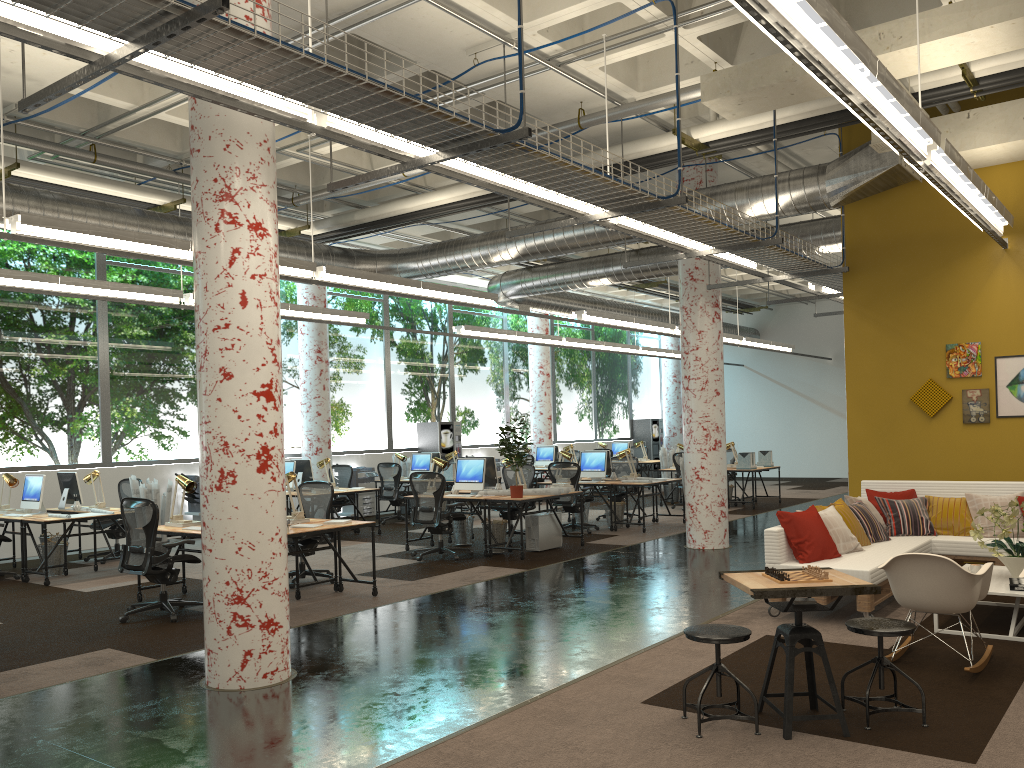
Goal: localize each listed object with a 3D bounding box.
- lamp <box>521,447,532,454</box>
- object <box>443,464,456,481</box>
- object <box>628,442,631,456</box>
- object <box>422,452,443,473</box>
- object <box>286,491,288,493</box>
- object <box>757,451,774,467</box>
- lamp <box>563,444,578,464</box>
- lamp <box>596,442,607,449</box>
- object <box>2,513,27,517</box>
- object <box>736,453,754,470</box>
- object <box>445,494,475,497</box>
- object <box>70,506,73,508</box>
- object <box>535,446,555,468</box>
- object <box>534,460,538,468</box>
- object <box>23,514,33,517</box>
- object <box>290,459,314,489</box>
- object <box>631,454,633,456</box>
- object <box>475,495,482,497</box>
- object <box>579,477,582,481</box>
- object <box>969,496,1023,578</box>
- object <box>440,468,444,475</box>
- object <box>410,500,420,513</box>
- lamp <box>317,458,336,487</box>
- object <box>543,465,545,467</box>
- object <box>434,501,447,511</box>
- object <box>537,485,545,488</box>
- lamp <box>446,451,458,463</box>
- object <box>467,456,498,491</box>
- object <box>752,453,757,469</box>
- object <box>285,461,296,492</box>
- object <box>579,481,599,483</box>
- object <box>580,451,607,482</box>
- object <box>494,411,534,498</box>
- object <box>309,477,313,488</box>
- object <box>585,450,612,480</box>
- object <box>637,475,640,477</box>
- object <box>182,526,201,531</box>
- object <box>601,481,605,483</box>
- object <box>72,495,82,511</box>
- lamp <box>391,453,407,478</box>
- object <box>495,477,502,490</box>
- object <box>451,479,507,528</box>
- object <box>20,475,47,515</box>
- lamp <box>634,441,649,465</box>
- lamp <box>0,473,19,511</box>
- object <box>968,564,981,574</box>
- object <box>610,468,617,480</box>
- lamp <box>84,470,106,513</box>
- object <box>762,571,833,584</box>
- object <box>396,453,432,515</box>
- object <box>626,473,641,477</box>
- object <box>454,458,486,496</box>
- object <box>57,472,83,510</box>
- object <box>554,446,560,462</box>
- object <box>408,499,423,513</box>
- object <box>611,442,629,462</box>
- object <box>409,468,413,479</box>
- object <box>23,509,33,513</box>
[{"bbox_3d":[0.239,1.689,19.809,0.218,0.610,0.528,-1,-1,-33],"label":"lamp"},{"bbox_3d":[-1.098,1.555,15.605,0.281,0.302,0.150,-3,-1,37],"label":"object"},{"bbox_3d":[2.811,1.724,22.669,0.484,0.485,0.189,-3,-1,37],"label":"object"},{"bbox_3d":[-1.546,1.546,16.895,0.484,0.485,0.189,-3,-1,37],"label":"object"},{"bbox_3d":[-3.427,1.645,13.457,0.059,0.029,0.106,-4,-3,38],"label":"object"},{"bbox_3d":[4.947,1.466,17.303,0.281,0.302,0.150,-3,-1,37],"label":"object"},{"bbox_3d":[1.364,1.654,19.765,0.218,0.610,0.528,-1,-1,-33],"label":"lamp"},{"bbox_3d":[2.196,1.770,22.401,0.218,0.610,0.528,-1,-1,-33],"label":"lamp"},{"bbox_3d":[-5.963,1.576,10.640,0.439,0.017,0.118,-4,-4,37],"label":"object"},{"bbox_3d":[4.338,1.441,16.496,0.281,0.302,0.150,-3,-1,37],"label":"object"},{"bbox_3d":[-0.676,1.437,11.386,0.439,0.017,0.118,-4,-4,37],"label":"object"},{"bbox_3d":[-5.803,1.624,11.747,0.059,0.029,0.106,-4,-3,38],"label":"object"},{"bbox_3d":[0.745,1.616,19.497,0.484,0.485,0.189,-3,-1,37],"label":"object"},{"bbox_3d":[0.516,1.775,19.749,0.101,0.209,0.101,-2,-1,-8],"label":"object"},{"bbox_3d":[-5.706,1.551,10.436,0.059,0.029,0.106,-4,-3,38],"label":"object"},{"bbox_3d":[-3.427,1.469,14.402,0.484,0.485,0.189,-3,-1,37],"label":"object"},{"bbox_3d":[3.049,1.842,22.418,0.101,0.209,0.101,-2,-1,-8],"label":"object"},{"bbox_3d":[-0.419,1.412,11.183,0.059,0.029,0.106,-4,-3,38],"label":"object"},{"bbox_3d":[1.076,1.469,14.341,0.101,0.209,0.101,-2,-1,-8],"label":"object"},{"bbox_3d":[3.819,1.176,6.747,0.788,0.615,0.418,0,-2,-41],"label":"object"},{"bbox_3d":[-1.308,1.663,16.644,0.101,0.209,0.101,-2,-1,-8],"label":"object"},{"bbox_3d":[-1.860,2.324,17.000,0.235,0.403,0.119,-2,-1,38],"label":"object"},{"bbox_3d":[-2.923,1.478,14.087,0.208,0.610,0.528,-1,-1,-33],"label":"lamp"},{"bbox_3d":[0.759,1.893,20.442,0.059,0.029,0.106,-4,-3,38],"label":"object"},{"bbox_3d":[-1.347,2.250,16.151,0.359,0.435,0.353,-3,-1,33],"label":"object"},{"bbox_3d":[0.591,2.411,20.242,0.359,0.435,0.353,-3,-1,33],"label":"object"},{"bbox_3d":[-1.037,1.555,16.584,0.218,0.610,0.528,-1,-1,-33],"label":"lamp"},{"bbox_3d":[-0.419,1.236,12.128,0.484,0.485,0.189,-3,-1,37],"label":"object"},{"bbox_3d":[4.427,1.444,16.614,0.281,0.302,0.150,-3,-1,37],"label":"object"},{"bbox_3d":[-3.537,1.441,13.822,0.484,0.485,0.189,-3,-1,37],"label":"object"},{"bbox_3d":[1.158,1.540,13.928,0.439,0.017,0.118,-4,-4,37],"label":"object"},{"bbox_3d":[1.305,1.311,14.089,0.484,0.485,0.189,-3,-1,37],"label":"object"},{"bbox_3d":[0.018,0.859,10.847,0.514,1.077,0.438,-2,-1,28],"label":"object"},{"bbox_3d":[-3.190,1.586,14.150,0.101,0.209,0.101,-2,-1,-8],"label":"object"},{"bbox_3d":[1.415,1.339,14.669,0.484,0.485,0.189,-3,-1,37],"label":"object"},{"bbox_3d":[3.062,2.444,21.985,0.235,0.403,0.119,-2,-1,38],"label":"object"},{"bbox_3d":[-2.936,1.364,8.344,0.439,0.017,0.118,-4,-4,37],"label":"object"},{"bbox_3d":[1.415,1.515,13.724,0.059,0.029,0.106,-4,-3,38],"label":"object"},{"bbox_3d":[-5.469,1.493,11.129,0.101,0.209,0.101,-2,-1,-8],"label":"object"},{"bbox_3d":[-2.157,1.591,16.630,0.208,0.610,0.528,-1,-1,-33],"label":"lamp"},{"bbox_3d":[-0.182,1.354,11.876,0.101,0.209,0.101,-2,-1,-8],"label":"object"},{"bbox_3d":[-0.433,1.708,11.602,0.849,0.933,0.104,-3,0,32],"label":"object"},{"bbox_3d":[-5.816,1.348,10.802,0.484,0.485,0.189,-3,-1,37],"label":"object"},{"bbox_3d":[3.320,1.734,22.358,0.218,0.610,0.528,-1,-1,-33],"label":"lamp"},{"bbox_3d":[-6.318,1.421,11.116,0.208,0.610,0.528,-1,-1,-33],"label":"lamp"},{"bbox_3d":[3.628,1.454,6.926,0.160,0.090,0.161,0,-3,-29],"label":"object"},{"bbox_3d":[1.652,1.456,14.417,0.101,0.209,0.101,-2,-1,-8],"label":"object"},{"bbox_3d":[-5.202,1.385,11.067,0.208,0.610,0.528,-1,-1,-33],"label":"lamp"},{"bbox_3d":[1.479,1.007,4.609,0.273,0.012,0.273,-2,-3,-3],"label":"object"},{"bbox_3d":[-1.880,1.896,16.496,1.079,1.209,0.190,-3,-1,37],"label":"object"},{"bbox_3d":[3.010,2.429,21.925,0.359,0.435,0.353,-3,-1,33],"label":"object"},{"bbox_3d":[-0.529,1.208,11.548,0.484,0.485,0.189,-3,-1,37],"label":"object"},{"bbox_3d":[-5.706,1.375,11.381,0.484,0.485,0.189,-3,-1,37],"label":"object"},{"bbox_3d":[0.855,1.644,20.077,0.484,0.485,0.189,-3,-1,37],"label":"object"},{"bbox_3d":[-1.811,2.313,17.061,0.353,0.435,0.369,-1,-1,-17],"label":"object"},{"bbox_3d":[2.702,1.696,22.090,0.484,0.485,0.189,-3,-1,37],"label":"object"},{"bbox_3d":[-1.884,1.676,16.567,0.101,0.209,0.101,-2,-1,-8],"label":"object"},{"bbox_3d":[-6.045,1.506,11.053,0.101,0.209,0.101,-2,-1,-8],"label":"object"}]
